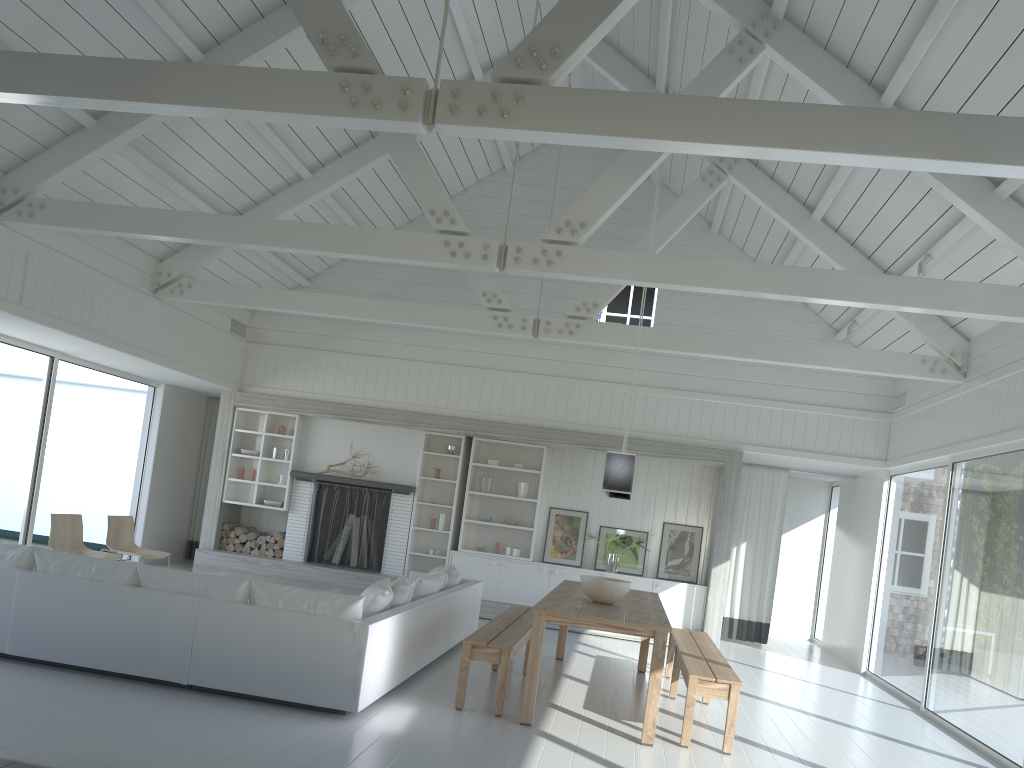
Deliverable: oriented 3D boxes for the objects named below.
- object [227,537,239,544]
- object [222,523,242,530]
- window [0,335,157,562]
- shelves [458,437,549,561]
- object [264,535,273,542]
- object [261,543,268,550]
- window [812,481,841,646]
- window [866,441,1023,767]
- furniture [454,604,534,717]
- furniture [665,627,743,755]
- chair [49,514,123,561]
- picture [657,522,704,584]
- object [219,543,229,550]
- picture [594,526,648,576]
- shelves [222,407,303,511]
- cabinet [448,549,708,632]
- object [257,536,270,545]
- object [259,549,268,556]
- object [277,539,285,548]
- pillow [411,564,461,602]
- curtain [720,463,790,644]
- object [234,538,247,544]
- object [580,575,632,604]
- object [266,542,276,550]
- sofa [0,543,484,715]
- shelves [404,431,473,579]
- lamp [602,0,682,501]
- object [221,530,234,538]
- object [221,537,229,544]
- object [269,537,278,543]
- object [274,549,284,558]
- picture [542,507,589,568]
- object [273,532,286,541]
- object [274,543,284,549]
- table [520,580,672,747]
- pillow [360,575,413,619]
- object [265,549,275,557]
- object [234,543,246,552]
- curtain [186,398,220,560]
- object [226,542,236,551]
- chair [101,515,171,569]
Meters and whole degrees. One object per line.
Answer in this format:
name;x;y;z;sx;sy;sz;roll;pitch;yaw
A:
object;-3.623;2.072;11.672;0.109;0.109;0.498;7;-8;7
object;-3.701;1.886;11.679;0.080;0.079;0.482;7;-8;7
window;-5.388;0.497;7.317;0.080;2.407;8.794;7;-8;9
shelves;-0.081;1.475;11.269;0.937;1.438;0.609;7;-3;8
object;-3.128;2.024;11.595;0.086;0.091;0.483;7;-8;7
object;-3.176;2.125;11.597;0.080;0.079;0.482;7;-8;7
window;4.649;2.624;12.911;0.037;2.419;0.952;7;-3;9
window;3.560;1.351;4.954;0.080;2.406;11.028;7;-8;9
furniture;-0.015;2.175;7.192;0.340;0.468;2.705;7;-8;9
furniture;1.457;2.341;6.986;0.340;0.468;2.705;7;-8;9
chair;-3.978;1.605;8.088;0.554;0.777;0.600;7;-4;8
picture;2.081;2.089;10.909;0.494;0.701;0.066;7;-2;8
object;-3.720;2.158;11.689;0.108;0.105;0.519;7;-8;7
picture;1.367;2.086;11.016;0.608;0.551;0.054;7;-2;8
shelves;-3.193;1.000;11.579;0.864;1.235;0.552;7;-3;8
cabinet;0.791;2.573;11.073;3.175;0.549;0.659;6;-6;8
object;-3.210;2.055;11.618;0.109;0.109;0.498;7;-8;7
object;-3.186;2.218;11.615;0.108;0.105;0.519;7;-8;7
object;-2.943;2.088;11.580;0.109;0.109;0.498;7;-8;7
pillow;-0.747;1.966;8.238;0.462;0.475;2.072;8;-8;1
curtain;3.079;2.236;11.817;1.004;2.361;0.117;7;-2;8
object;-3.531;2.072;11.653;0.080;0.079;0.482;7;-8;7
object;0.704;1.573;6.701;0.389;0.184;0.392;8;-7;-1
object;-3.089;2.132;11.598;0.109;0.109;0.498;7;-8;7
sofa;-2.308;1.773;7.521;3.470;0.734;4.171;6;-8;8
shelves;-0.946;1.654;11.376;0.539;1.992;0.608;7;-2;8
lamp;1.133;-1.187;7.157;0.200;4.226;1.919;7;-3;9
object;-3.694;1.979;11.687;0.109;0.109;0.498;7;-8;7
object;-3.709;2.064;11.671;0.080;0.079;0.482;7;-8;7
object;-3.067;2.042;11.586;0.080;0.079;0.482;7;-8;7
object;-2.982;2.219;11.580;0.110;0.110;0.498;7;-8;7
picture;0.675;1.930;11.105;0.494;0.701;0.066;7;-2;8
object;-2.995;2.002;11.592;0.110;0.110;0.498;7;-8;7
object;-2.998;2.133;11.579;0.080;0.079;0.482;7;-8;7
table;0.717;2.112;7.102;0.904;0.759;2.975;7;-8;9
pillow;-1.004;1.699;6.596;0.466;0.475;1.327;8;-7;0
object;-3.084;2.225;11.609;0.134;0.146;0.553;7;-8;8
object;-3.516;2.159;11.654;0.110;0.110;0.498;7;-8;7
curtain;-4.261;1.385;12.700;0.629;2.361;0.117;7;-2;7
object;-3.618;2.165;11.684;0.134;0.146;0.553;7;-8;8
chair;-3.820;1.734;8.854;0.554;0.777;0.600;7;-4;8
